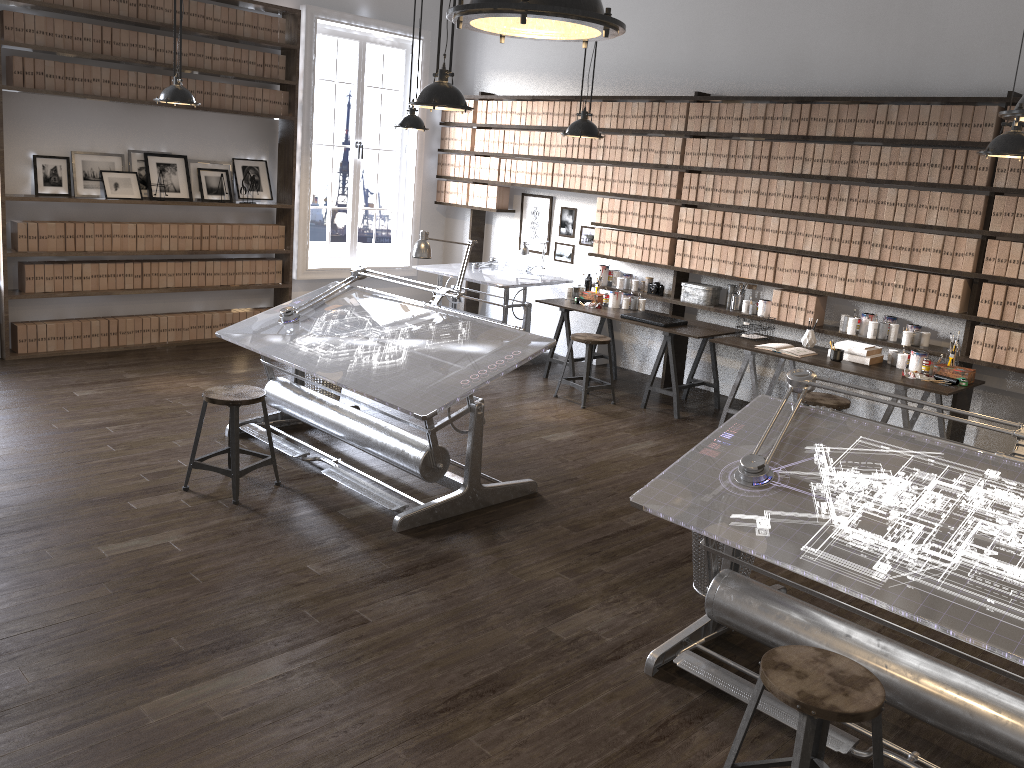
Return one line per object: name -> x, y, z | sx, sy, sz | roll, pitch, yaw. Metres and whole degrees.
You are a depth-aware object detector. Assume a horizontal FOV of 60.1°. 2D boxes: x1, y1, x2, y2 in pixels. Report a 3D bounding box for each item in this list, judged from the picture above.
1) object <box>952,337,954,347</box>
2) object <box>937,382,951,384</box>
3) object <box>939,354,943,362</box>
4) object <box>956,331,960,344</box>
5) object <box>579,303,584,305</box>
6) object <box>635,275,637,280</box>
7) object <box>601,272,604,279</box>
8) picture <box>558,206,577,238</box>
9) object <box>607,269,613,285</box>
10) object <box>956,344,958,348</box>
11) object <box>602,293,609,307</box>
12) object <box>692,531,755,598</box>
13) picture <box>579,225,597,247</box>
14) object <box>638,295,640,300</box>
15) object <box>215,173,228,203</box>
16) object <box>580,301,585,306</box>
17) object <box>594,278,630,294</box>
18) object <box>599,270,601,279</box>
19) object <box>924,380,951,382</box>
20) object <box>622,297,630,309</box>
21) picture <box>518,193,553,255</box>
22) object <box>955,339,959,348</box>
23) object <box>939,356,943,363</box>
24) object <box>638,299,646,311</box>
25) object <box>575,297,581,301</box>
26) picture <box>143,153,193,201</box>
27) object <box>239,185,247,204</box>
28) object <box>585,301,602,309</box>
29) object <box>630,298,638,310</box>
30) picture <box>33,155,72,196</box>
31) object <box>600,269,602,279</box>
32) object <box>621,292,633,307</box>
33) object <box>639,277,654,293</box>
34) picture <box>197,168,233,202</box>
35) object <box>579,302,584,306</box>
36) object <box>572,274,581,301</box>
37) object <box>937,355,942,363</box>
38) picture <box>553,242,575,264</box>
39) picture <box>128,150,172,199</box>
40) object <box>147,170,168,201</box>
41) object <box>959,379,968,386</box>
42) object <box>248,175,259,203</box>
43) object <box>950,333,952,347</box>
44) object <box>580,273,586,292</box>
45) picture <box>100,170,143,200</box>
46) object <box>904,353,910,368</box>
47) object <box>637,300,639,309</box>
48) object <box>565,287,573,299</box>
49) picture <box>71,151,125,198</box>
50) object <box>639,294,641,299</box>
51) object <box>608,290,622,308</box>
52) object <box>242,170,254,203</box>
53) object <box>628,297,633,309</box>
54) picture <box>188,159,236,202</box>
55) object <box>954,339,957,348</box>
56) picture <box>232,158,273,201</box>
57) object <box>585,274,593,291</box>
object -> 2.820, -0.210, 5.666 | 0.006, 0.180, 0.054 | 4, 11, -3
object -> 2.668, -0.011, 5.547 | 0.158, 0.005, 0.005 | 7, 13, 10
object -> 2.765, -0.125, 5.743 | 0.005, 0.146, 0.033 | -6, 16, -45
object -> 2.831, -0.226, 5.655 | 0.020, 0.226, 0.007 | 2, 11, -14
object -> 0.601, -0.688, 7.584 | 0.006, 0.006, 0.158 | 10, 15, 23
object -> 1.084, -0.896, 7.797 | 0.004, 0.132, 0.030 | 0, 12, -23
object -> 0.766, -0.884, 7.695 | 0.056, 0.191, 0.006 | 15, 15, 43
picture -> 0.534, -1.545, 8.464 | 0.022, 0.282, 0.203 | -6, 16, -45
object -> 0.882, -0.959, 7.973 | 0.050, 0.138, 0.051 | 15, 15, 41
object -> 2.823, -0.185, 5.648 | 0.005, 0.146, 0.033 | 4, 11, -2
object -> 0.807, -0.723, 7.605 | 0.050, 0.111, 0.049 | 15, 15, 40
object -> 0.938, 0.738, 3.921 | 0.353, 0.374, 0.356 | -1, 13, -23
picture -> 0.733, -1.379, 8.277 | 0.023, 0.182, 0.253 | -6, 17, -44
object -> 1.074, -0.709, 7.572 | 0.036, 0.116, 0.005 | 14, 14, 38
object -> -2.569, -1.733, 7.842 | 0.124, 0.258, 0.040 | -7, 16, -44
object -> 0.601, -0.692, 7.591 | 0.011, 0.017, 0.173 | 2, 14, -13
object -> 0.879, -0.860, 7.759 | 0.345, 0.145, 0.078 | -1, 13, -22
object -> 0.753, -0.889, 7.687 | 0.007, 0.212, 0.055 | 3, 11, -10
object -> 2.657, -0.021, 5.550 | 0.172, 0.017, 0.011 | 8, 12, 13
object -> 0.967, -0.684, 7.521 | 0.062, 0.093, 0.062 | 4, 12, -5
picture -> 0.231, -1.583, 8.756 | 0.040, 0.569, 0.418 | -6, 16, -44
object -> 2.817, -0.205, 5.648 | 0.008, 0.184, 0.072 | 4, 11, -3
object -> 2.772, -0.126, 5.761 | 0.041, 0.123, 0.005 | 15, 15, 40
object -> 1.103, -0.671, 7.514 | 0.062, 0.093, 0.062 | 5, 12, 4
object -> 0.576, -0.742, 7.746 | 0.049, 0.037, 0.049 | 16, 17, 40
picture -> -2.953, -1.777, 7.617 | 0.374, 0.387, 0.150 | -8, 17, -44
object -> -2.417, -1.703, 7.966 | 0.066, 0.164, 0.040 | -7, 16, -44
object -> 0.685, -0.680, 7.519 | 0.132, 0.050, 0.199 | 1, 14, -16
object -> 1.036, -0.676, 7.513 | 0.062, 0.092, 0.064 | 5, 12, 4
picture -> -3.651, -1.652, 7.036 | 0.267, 0.312, 0.058 | -8, 17, -44
object -> 0.767, -0.901, 7.705 | 0.021, 0.226, 0.007 | -3, 13, -33
object -> 0.991, -0.721, 7.626 | 0.094, 0.127, 0.095 | -6, 16, -40
object -> 1.164, -0.840, 7.675 | 0.107, 0.160, 0.238 | 7, 13, 10
picture -> -2.659, -1.777, 7.930 | 0.290, 0.287, 0.128 | -8, 17, -44
object -> 0.596, -0.688, 7.604 | 0.005, 0.005, 0.159 | 2, 14, -11
object -> 0.567, -0.849, 7.782 | 0.069, 0.227, 0.068 | 15, 15, 41
object -> 2.755, -0.127, 5.746 | 0.040, 0.129, 0.005 | 15, 15, 42
picture -> 0.503, -1.263, 8.526 | 0.023, 0.182, 0.253 | -6, 17, -44
picture -> -3.078, -1.781, 7.565 | 0.370, 0.402, 0.092 | -8, 17, -44
object -> -2.972, -1.665, 7.430 | 0.175, 0.258, 0.040 | -7, 16, -44
object -> 2.817, -0.009, 5.522 | 0.049, 0.037, 0.049 | -7, 17, -41
object -> -2.365, -1.778, 8.091 | 0.111, 0.259, 0.040 | -7, 16, -44
object -> 2.807, -0.221, 5.660 | 0.007, 0.212, 0.055 | -4, 14, -38
object -> 0.618, -0.861, 7.831 | 0.069, 0.235, 0.068 | 15, 15, 41
picture -> -3.230, -1.643, 7.330 | 0.301, 0.227, 0.145 | -8, 17, -44
object -> 2.643, -0.158, 5.944 | 0.044, 0.100, 0.045 | -7, 16, -44
object -> 1.066, -0.683, 7.594 | 0.054, 0.079, 0.055 | -7, 17, -43
object -> 0.504, -0.804, 7.833 | 0.068, 0.103, 0.069 | -5, 16, -40
picture -> -3.383, -1.712, 7.266 | 0.417, 0.362, 0.084 | -8, 17, -44
object -> 1.083, -0.707, 7.570 | 0.030, 0.132, 0.004 | 14, 14, 39
object -> 0.882, -0.726, 7.584 | 0.105, 0.140, 0.104 | 14, 15, 36
object -> -2.393, -1.785, 8.020 | 0.118, 0.301, 0.040 | -7, 16, -44
object -> 1.011, -0.691, 7.564 | 0.044, 0.100, 0.045 | -7, 16, -44
picture -> -2.693, -1.819, 7.943 | 0.435, 0.357, 0.096 | -8, 17, -44
object -> 2.811, -0.201, 5.643 | 0.021, 0.178, 0.006 | -1, 12, -26
picture -> -2.396, -1.890, 8.185 | 0.344, 0.361, 0.162 | -8, 17, -44
object -> 0.678, -0.867, 7.891 | 0.069, 0.227, 0.068 | 15, 15, 41
